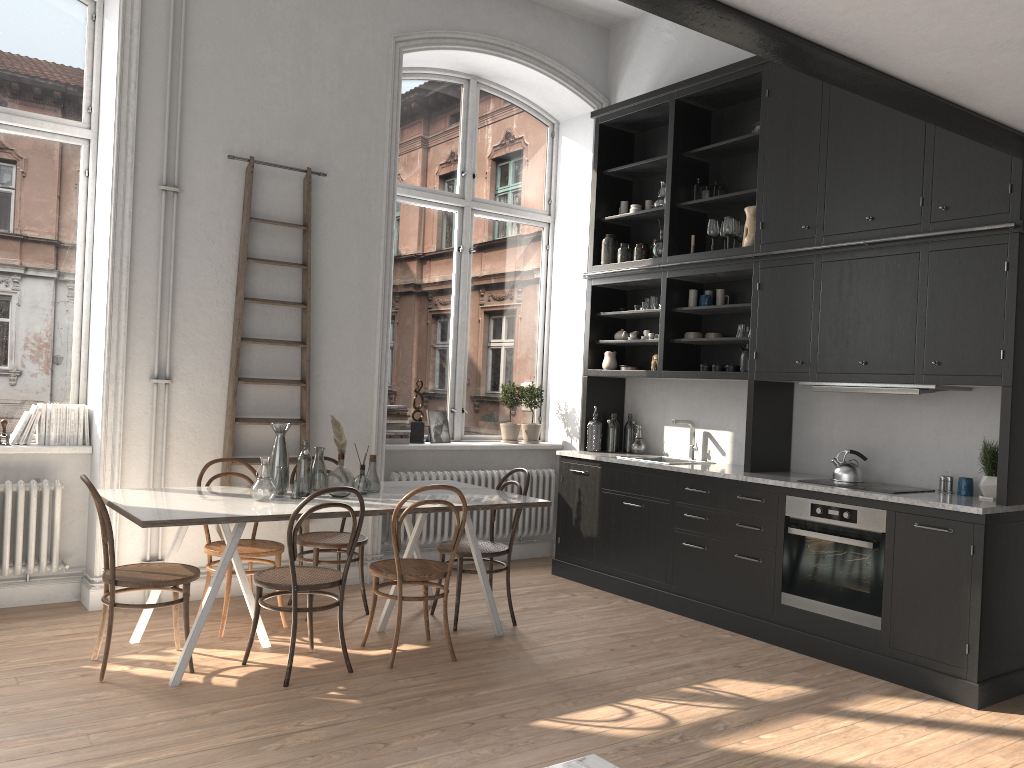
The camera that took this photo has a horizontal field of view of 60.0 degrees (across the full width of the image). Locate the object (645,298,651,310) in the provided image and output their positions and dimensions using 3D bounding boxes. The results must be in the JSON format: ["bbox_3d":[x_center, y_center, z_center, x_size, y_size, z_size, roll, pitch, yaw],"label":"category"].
[{"bbox_3d":[1.028,-0.589,6.673,0.060,0.107,0.060,3,0,22],"label":"object"}]

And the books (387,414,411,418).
[{"bbox_3d":[-0.914,0.237,6.679,0.244,0.019,0.174,3,0,-36],"label":"books"}]

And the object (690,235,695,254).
[{"bbox_3d":[1.263,-0.965,6.193,0.123,0.161,0.123,3,0,-27],"label":"object"}]

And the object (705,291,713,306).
[{"bbox_3d":[1.378,-0.589,6.263,0.082,0.135,0.059,3,0,-8],"label":"object"}]

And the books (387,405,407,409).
[{"bbox_3d":[-0.917,0.172,6.686,0.159,0.024,0.201,2,0,44],"label":"books"}]

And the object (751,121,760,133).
[{"bbox_3d":[1.643,-1.673,5.877,0.056,0.121,0.167,3,0,-11],"label":"object"}]

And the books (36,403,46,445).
[{"bbox_3d":[-2.836,0.240,5.338,0.024,0.243,0.175,2,0,-36],"label":"books"}]

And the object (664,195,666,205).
[{"bbox_3d":[1.162,-1.435,6.399,0.123,0.340,0.118,3,0,-17],"label":"object"}]

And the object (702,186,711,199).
[{"bbox_3d":[1.354,-1.318,6.178,0.053,0.125,0.041,3,0,21],"label":"object"}]

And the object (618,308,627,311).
[{"bbox_3d":[0.864,-0.566,6.932,0.071,0.047,0.071,3,0,2],"label":"object"}]

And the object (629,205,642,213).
[{"bbox_3d":[0.949,-1.321,6.806,0.096,0.095,0.096,3,0,-2],"label":"object"}]

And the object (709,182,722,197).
[{"bbox_3d":[1.438,-1.340,6.271,0.065,0.177,0.084,3,0,-14],"label":"object"}]

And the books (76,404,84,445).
[{"bbox_3d":[-2.660,0.249,5.440,0.024,0.243,0.175,2,0,-36],"label":"books"}]

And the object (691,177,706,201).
[{"bbox_3d":[1.313,-1.357,6.256,0.084,0.199,0.065,3,0,-14],"label":"object"}]

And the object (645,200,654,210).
[{"bbox_3d":[1.052,-1.336,6.787,0.059,0.135,0.082,3,0,-13],"label":"object"}]

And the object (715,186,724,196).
[{"bbox_3d":[1.444,-1.313,6.164,0.044,0.121,0.058,3,0,-9],"label":"object"}]

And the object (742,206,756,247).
[{"bbox_3d":[1.540,-1.006,5.715,0.094,0.267,0.116,3,0,6],"label":"object"}]

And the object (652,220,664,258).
[{"bbox_3d":[1.079,-1.071,6.350,0.134,0.357,0.134,3,0,9],"label":"object"}]

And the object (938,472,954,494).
[{"bbox_3d":[2.367,0.535,4.833,0.040,0.116,0.080,2,0,-31],"label":"object"}]

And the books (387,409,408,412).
[{"bbox_3d":[-0.908,0.194,6.682,0.205,0.020,0.155,3,0,-36],"label":"books"}]

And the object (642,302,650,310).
[{"bbox_3d":[0.992,-0.572,6.584,0.064,0.069,0.064,3,0,12],"label":"object"}]

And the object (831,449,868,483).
[{"bbox_3d":[1.970,0.476,5.198,0.171,0.186,0.171,3,0,-25],"label":"object"}]

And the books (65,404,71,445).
[{"bbox_3d":[-2.716,0.246,5.397,0.019,0.244,0.174,2,0,-36],"label":"books"}]

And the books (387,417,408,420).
[{"bbox_3d":[-0.910,0.258,6.682,0.205,0.022,0.155,3,0,-41],"label":"books"}]

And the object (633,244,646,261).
[{"bbox_3d":[0.957,-0.971,6.654,0.096,0.150,0.096,3,0,43],"label":"object"}]

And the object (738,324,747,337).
[{"bbox_3d":[1.517,-0.347,5.834,0.058,0.094,0.058,3,0,4],"label":"object"}]

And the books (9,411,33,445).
[{"bbox_3d":[-2.918,0.259,5.258,0.105,0.194,0.155,3,0,-37],"label":"books"}]

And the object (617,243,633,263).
[{"bbox_3d":[0.854,-0.979,6.705,0.114,0.155,0.114,3,0,-32],"label":"object"}]

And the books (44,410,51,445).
[{"bbox_3d":[-2.804,0.260,5.336,0.020,0.205,0.155,2,0,-36],"label":"books"}]

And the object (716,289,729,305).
[{"bbox_3d":[1.454,-0.586,6.146,0.082,0.135,0.059,3,0,37],"label":"object"}]

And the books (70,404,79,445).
[{"bbox_3d":[-2.692,0.247,5.442,0.024,0.243,0.175,2,0,-36],"label":"books"}]

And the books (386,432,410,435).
[{"bbox_3d":[-0.919,0.368,6.664,0.249,0.023,0.175,3,0,-35],"label":"books"}]

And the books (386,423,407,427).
[{"bbox_3d":[-0.912,0.303,6.682,0.205,0.022,0.155,3,0,-22],"label":"books"}]

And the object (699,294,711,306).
[{"bbox_3d":[1.342,-0.570,6.160,0.082,0.093,0.140,3,0,19],"label":"object"}]

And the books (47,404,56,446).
[{"bbox_3d":[-2.779,0.243,5.341,0.024,0.243,0.175,2,0,-36],"label":"books"}]

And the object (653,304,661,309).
[{"bbox_3d":[1.060,-0.559,6.464,0.071,0.047,0.071,3,0,2],"label":"object"}]

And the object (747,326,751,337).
[{"bbox_3d":[1.575,-0.376,5.758,0.083,0.158,0.083,3,0,39],"label":"object"}]

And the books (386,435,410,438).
[{"bbox_3d":[-0.920,0.391,6.664,0.249,0.023,0.175,3,0,-40],"label":"books"}]

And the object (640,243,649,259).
[{"bbox_3d":[1.000,-0.981,6.796,0.092,0.184,0.092,3,0,20],"label":"object"}]

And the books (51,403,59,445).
[{"bbox_3d":[-2.766,0.243,5.361,0.019,0.244,0.174,2,0,-36],"label":"books"}]

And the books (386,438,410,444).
[{"bbox_3d":[-0.924,0.423,6.664,0.248,0.043,0.192,3,0,-36],"label":"books"}]

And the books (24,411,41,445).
[{"bbox_3d":[-2.864,0.258,5.293,0.072,0.203,0.155,2,0,-36],"label":"books"}]

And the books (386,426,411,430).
[{"bbox_3d":[-0.920,0.328,6.683,0.245,0.028,0.193,3,0,-41],"label":"books"}]

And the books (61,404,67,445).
[{"bbox_3d":[-2.746,0.244,5.403,0.024,0.243,0.175,2,0,-36],"label":"books"}]

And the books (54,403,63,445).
[{"bbox_3d":[-2.760,0.243,5.386,0.019,0.244,0.174,2,0,-36],"label":"books"}]

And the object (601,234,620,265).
[{"bbox_3d":[0.756,-1.024,6.809,0.118,0.238,0.118,3,0,40],"label":"object"}]

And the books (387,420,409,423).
[{"bbox_3d":[-0.912,0.280,6.688,0.222,0.024,0.158,3,0,-36],"label":"books"}]

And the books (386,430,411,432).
[{"bbox_3d":[-0.919,0.349,6.682,0.255,0.014,0.192,3,0,-33],"label":"books"}]

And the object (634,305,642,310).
[{"bbox_3d":[0.948,-0.563,6.655,0.071,0.047,0.071,3,0,2],"label":"object"}]

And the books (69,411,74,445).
[{"bbox_3d":[-2.699,0.265,5.412,0.020,0.205,0.155,2,0,-36],"label":"books"}]

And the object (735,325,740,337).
[{"bbox_3d":[1.518,-0.346,5.906,0.058,0.094,0.058,3,0,4],"label":"object"}]

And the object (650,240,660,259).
[{"bbox_3d":[1.087,-0.982,6.638,0.092,0.184,0.092,3,0,-21],"label":"object"}]

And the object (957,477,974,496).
[{"bbox_3d":[2.416,0.548,4.728,0.082,0.093,0.140,3,0,44],"label":"object"}]

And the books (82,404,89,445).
[{"bbox_3d":[-2.633,0.250,5.457,0.040,0.244,0.174,2,0,-36],"label":"books"}]

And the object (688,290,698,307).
[{"bbox_3d":[1.279,-0.593,6.257,0.059,0.135,0.082,3,0,22],"label":"object"}]

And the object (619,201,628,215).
[{"bbox_3d":[0.868,-1.344,6.879,0.059,0.135,0.082,3,0,-8],"label":"object"}]

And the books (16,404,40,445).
[{"bbox_3d":[-2.882,0.241,5.277,0.100,0.235,0.174,2,0,-36],"label":"books"}]

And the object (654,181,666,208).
[{"bbox_3d":[1.111,-1.377,6.523,0.132,0.219,0.132,3,0,29],"label":"object"}]

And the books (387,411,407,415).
[{"bbox_3d":[-0.920,0.215,6.674,0.231,0.023,0.162,3,0,-20],"label":"books"}]

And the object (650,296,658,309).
[{"bbox_3d":[1.046,-0.589,6.532,0.060,0.107,0.060,3,0,-8],"label":"object"}]
